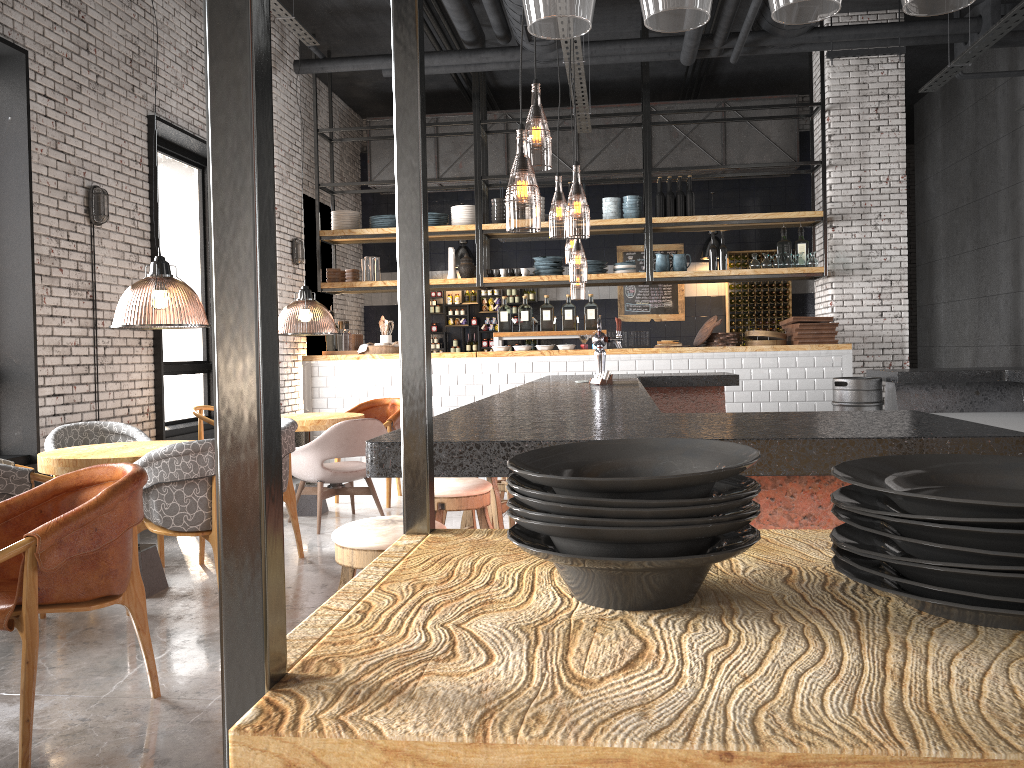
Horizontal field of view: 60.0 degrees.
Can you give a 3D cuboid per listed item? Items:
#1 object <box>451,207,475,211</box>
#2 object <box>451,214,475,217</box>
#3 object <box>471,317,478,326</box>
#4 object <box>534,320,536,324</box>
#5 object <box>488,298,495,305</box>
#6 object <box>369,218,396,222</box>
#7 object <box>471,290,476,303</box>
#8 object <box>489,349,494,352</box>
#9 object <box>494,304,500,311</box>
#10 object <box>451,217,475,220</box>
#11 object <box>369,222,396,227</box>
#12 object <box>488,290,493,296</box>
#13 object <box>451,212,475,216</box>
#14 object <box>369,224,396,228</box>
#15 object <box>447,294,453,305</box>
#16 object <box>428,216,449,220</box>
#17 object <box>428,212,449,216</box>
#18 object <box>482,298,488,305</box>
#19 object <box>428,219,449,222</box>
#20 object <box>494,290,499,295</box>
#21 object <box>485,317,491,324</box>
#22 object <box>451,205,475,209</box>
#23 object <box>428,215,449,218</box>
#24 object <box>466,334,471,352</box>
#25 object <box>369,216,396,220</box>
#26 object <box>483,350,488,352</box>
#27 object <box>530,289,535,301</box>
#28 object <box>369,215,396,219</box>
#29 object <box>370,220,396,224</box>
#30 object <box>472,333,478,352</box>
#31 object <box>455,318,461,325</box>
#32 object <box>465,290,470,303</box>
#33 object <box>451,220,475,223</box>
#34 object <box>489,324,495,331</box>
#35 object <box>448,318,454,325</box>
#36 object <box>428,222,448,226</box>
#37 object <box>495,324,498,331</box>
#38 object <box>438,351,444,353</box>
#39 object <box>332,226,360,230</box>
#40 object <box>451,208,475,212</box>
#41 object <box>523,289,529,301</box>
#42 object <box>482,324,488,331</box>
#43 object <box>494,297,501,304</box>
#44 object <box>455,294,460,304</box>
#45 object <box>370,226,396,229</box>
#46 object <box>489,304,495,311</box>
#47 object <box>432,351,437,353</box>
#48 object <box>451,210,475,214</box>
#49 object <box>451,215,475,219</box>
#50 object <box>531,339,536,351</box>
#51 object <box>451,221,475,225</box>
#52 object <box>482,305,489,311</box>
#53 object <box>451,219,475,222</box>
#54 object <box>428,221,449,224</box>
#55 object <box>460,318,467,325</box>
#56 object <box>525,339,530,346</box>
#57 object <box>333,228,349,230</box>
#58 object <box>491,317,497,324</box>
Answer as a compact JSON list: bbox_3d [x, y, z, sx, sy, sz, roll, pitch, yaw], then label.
[{"bbox_3d":[-0.543,-2.012,10.291,0.335,0.039,0.335,-2,2,-18],"label":"object"},{"bbox_3d":[-0.541,-1.934,10.293,0.334,0.039,0.335,-1,2,15],"label":"object"},{"bbox_3d":[-0.564,-0.942,13.325,0.100,0.139,0.088,-1,1,8],"label":"object"},{"bbox_3d":[0.311,-0.941,13.211,0.089,0.108,0.107,-2,2,-33],"label":"object"},{"bbox_3d":[-0.303,-1.245,13.280,0.089,0.108,0.107,-2,2,-33],"label":"object"},{"bbox_3d":[-1.443,-1.897,10.401,0.454,0.043,0.454,-1,2,12],"label":"object"},{"bbox_3d":[-0.579,-1.361,13.315,0.079,0.280,0.079,-1,1,-14],"label":"object"},{"bbox_3d":[-0.300,-0.471,13.293,0.092,0.108,0.105,-1,1,18],"label":"object"},{"bbox_3d":[-0.210,-1.145,13.271,0.092,0.108,0.105,-1,1,18],"label":"object"},{"bbox_3d":[-0.540,-1.899,10.294,0.335,0.039,0.335,-2,2,-27],"label":"object"},{"bbox_3d":[-1.443,-1.850,10.402,0.454,0.044,0.454,-1,2,2],"label":"object"},{"bbox_3d":[-0.323,-1.401,13.265,0.079,0.156,0.079,0,1,42],"label":"object"},{"bbox_3d":[-0.542,-1.954,10.292,0.334,0.043,0.335,-2,2,-10],"label":"object"},{"bbox_3d":[-1.442,-1.826,10.403,0.454,0.043,0.454,-1,2,9],"label":"object"},{"bbox_3d":[-0.931,-1.269,13.340,0.079,0.156,0.079,0,1,37],"label":"object"},{"bbox_3d":[-0.958,-1.905,10.343,0.454,0.037,0.454,-3,3,-39],"label":"object"},{"bbox_3d":[-0.959,-1.952,10.342,0.454,0.039,0.454,0,2,26],"label":"object"},{"bbox_3d":[-0.408,-1.245,13.291,0.092,0.112,0.100,-1,1,-7],"label":"object"},{"bbox_3d":[-0.958,-1.882,10.343,0.454,0.038,0.454,-1,2,8],"label":"object"},{"bbox_3d":[-0.228,-1.402,13.253,0.079,0.156,0.079,-1,1,-8],"label":"object"},{"bbox_3d":[-0.364,-0.947,13.305,0.090,0.101,0.111,-2,2,-27],"label":"object"},{"bbox_3d":[-0.543,-2.031,10.292,0.335,0.039,0.335,-2,2,-19],"label":"object"},{"bbox_3d":[-0.959,-1.930,10.341,0.454,0.050,0.454,-2,2,-18],"label":"object"},{"bbox_3d":[-0.653,-0.619,13.335,0.079,0.280,0.079,-1,1,16],"label":"object"},{"bbox_3d":[-1.445,-1.921,10.401,0.454,0.047,0.454,-1,2,4],"label":"object"},{"bbox_3d":[-0.395,-0.471,13.303,0.092,0.112,0.100,-1,1,-7],"label":"object"},{"bbox_3d":[0.300,-1.376,13.210,0.079,0.280,0.079,-1,1,1],"label":"object"},{"bbox_3d":[-1.445,-1.945,10.399,0.454,0.050,0.454,-1,2,20],"label":"object"},{"bbox_3d":[-1.442,-1.873,10.402,0.454,0.038,0.454,-2,2,-16],"label":"object"},{"bbox_3d":[-0.558,-0.620,13.324,0.079,0.280,0.079,-2,1,-24],"label":"object"},{"bbox_3d":[-0.813,-0.944,13.346,0.089,0.108,0.107,-2,2,-33],"label":"object"},{"bbox_3d":[-0.672,-1.359,13.327,0.079,0.280,0.079,-1,1,11],"label":"object"},{"bbox_3d":[-0.539,-1.860,10.293,0.335,0.037,0.335,-2,2,-27],"label":"object"},{"bbox_3d":[-0.305,-0.847,13.301,0.090,0.101,0.111,-2,2,-27],"label":"object"},{"bbox_3d":[-0.918,-0.944,13.358,0.092,0.112,0.100,-1,1,-7],"label":"object"},{"bbox_3d":[-0.956,-1.835,10.345,0.454,0.045,0.454,-2,2,-18],"label":"object"},{"bbox_3d":[-0.205,-0.854,13.278,0.092,0.112,0.100,-1,1,-7],"label":"object"},{"bbox_3d":[-1.071,-0.454,13.399,0.090,0.101,0.111,-2,2,-27],"label":"object"},{"bbox_3d":[-1.958,-1.816,10.465,0.335,0.042,0.334,-3,3,-45],"label":"object"},{"bbox_3d":[-0.542,-1.993,10.293,0.335,0.044,0.334,-2,2,-23],"label":"object"},{"bbox_3d":[0.206,-1.375,13.221,0.079,0.280,0.079,-2,1,-19],"label":"object"},{"bbox_3d":[-0.419,-0.849,13.304,0.119,0.111,0.085,-2,1,-24],"label":"object"},{"bbox_3d":[-0.212,-1.246,13.269,0.092,0.108,0.105,-1,1,18],"label":"object"},{"bbox_3d":[-0.824,-1.271,13.327,0.079,0.156,0.079,-1,1,-8],"label":"object"},{"bbox_3d":[-1.441,-1.802,10.403,0.454,0.033,0.454,-1,2,15],"label":"object"},{"bbox_3d":[-0.304,-1.146,13.281,0.092,0.112,0.100,-1,1,-7],"label":"object"},{"bbox_3d":[-1.170,-0.453,13.410,0.090,0.101,0.111,-2,2,-32],"label":"object"},{"bbox_3d":[-0.542,-1.973,10.293,0.335,0.041,0.334,-2,2,-24],"label":"object"},{"bbox_3d":[-0.541,-1.919,10.292,0.335,0.040,0.335,-3,3,-38],"label":"object"},{"bbox_3d":[0.317,-0.636,13.221,0.079,0.280,0.079,-1,1,11],"label":"object"},{"bbox_3d":[-0.538,-1.841,10.295,0.335,0.046,0.334,-2,2,-12],"label":"object"},{"bbox_3d":[-0.402,-1.142,13.294,0.089,0.108,0.107,-2,2,-33],"label":"object"},{"bbox_3d":[-0.540,-1.880,10.293,0.335,0.040,0.335,-2,2,-29],"label":"object"},{"bbox_3d":[-0.958,-1.858,10.343,0.454,0.042,0.454,-3,2,-33],"label":"object"},{"bbox_3d":[-0.722,-0.946,13.336,0.092,0.108,0.105,-1,1,18],"label":"object"},{"bbox_3d":[0.227,-0.634,13.229,0.079,0.280,0.079,-1,1,26],"label":"object"},{"bbox_3d":[-1.957,-1.796,10.465,0.335,0.033,0.335,-3,3,-45],"label":"object"},{"bbox_3d":[-0.265,-0.948,13.294,0.090,0.101,0.111,-2,2,-27],"label":"object"}]
